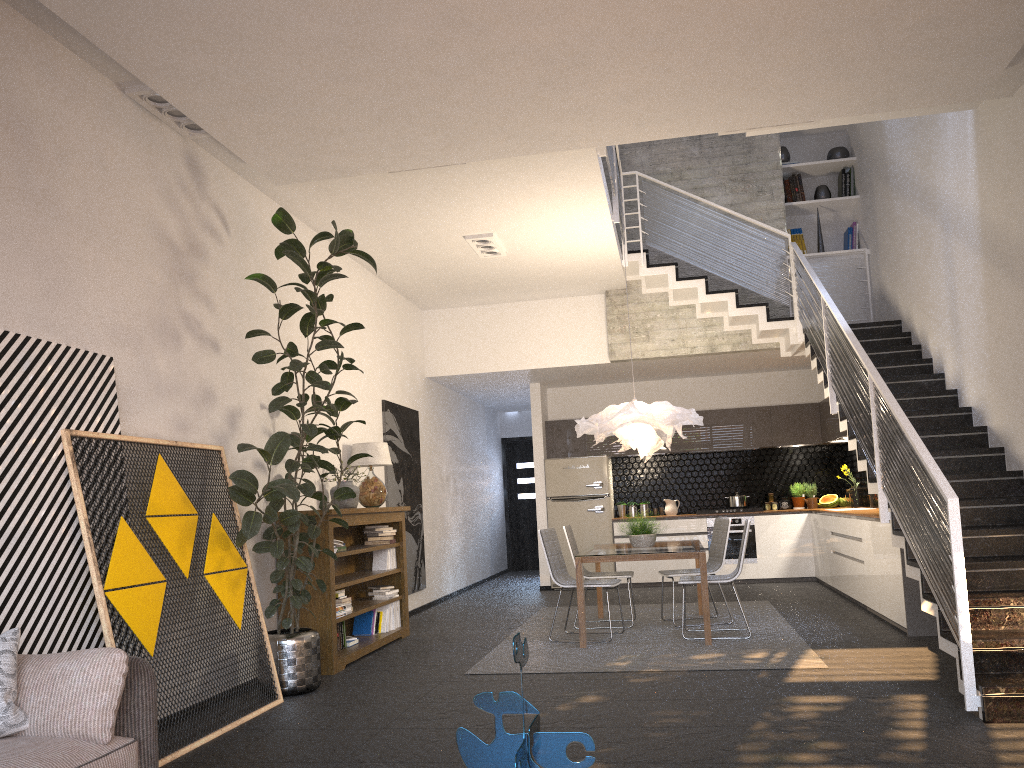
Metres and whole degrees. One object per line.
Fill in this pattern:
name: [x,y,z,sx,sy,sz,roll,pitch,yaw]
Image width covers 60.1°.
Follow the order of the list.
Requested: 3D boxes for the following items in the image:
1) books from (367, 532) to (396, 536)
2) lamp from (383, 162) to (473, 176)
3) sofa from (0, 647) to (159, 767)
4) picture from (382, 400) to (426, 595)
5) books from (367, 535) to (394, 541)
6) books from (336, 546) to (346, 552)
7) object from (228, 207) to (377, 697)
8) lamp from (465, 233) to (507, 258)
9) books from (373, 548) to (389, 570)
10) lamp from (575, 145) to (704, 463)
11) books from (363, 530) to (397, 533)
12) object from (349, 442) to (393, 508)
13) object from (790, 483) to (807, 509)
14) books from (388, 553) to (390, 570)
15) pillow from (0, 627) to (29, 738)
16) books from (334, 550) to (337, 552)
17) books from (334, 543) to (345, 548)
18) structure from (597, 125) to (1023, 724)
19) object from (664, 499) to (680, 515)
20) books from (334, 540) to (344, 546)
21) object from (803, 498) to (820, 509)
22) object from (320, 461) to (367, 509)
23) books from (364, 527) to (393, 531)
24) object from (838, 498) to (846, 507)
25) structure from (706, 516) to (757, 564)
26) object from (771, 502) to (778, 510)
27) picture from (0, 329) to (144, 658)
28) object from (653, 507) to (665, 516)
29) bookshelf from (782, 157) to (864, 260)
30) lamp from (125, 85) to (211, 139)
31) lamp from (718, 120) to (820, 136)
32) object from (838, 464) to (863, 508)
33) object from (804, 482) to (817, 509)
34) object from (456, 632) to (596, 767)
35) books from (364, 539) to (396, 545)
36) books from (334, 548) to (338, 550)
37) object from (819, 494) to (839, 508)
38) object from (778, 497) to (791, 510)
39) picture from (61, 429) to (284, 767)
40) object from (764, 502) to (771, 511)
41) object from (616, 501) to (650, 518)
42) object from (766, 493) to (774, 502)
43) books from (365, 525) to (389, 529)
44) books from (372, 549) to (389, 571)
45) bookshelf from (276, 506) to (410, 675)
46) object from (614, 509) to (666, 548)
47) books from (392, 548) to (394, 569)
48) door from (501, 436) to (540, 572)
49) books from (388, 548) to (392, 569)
books: [-1.184,1.358,8.009,0.179,0.029,0.226,3,-10,-38]
lamp: [-0.614,-1.554,6.126,0.645,0.066,0.254,-4,-8,10]
sofa: [-1.873,1.052,2.024,0.994,0.915,2.332,-4,-7,10]
picture: [-1.154,1.242,9.556,0.033,2.018,1.238,-4,-6,10]
books: [0.612,-1.807,9.804,5.397,6.676,0.362,2,-7,-39]
books: [-1.417,1.283,6.857,0.180,0.034,0.244,-5,-8,13]
object: [-1.360,0.410,5.876,0.907,3.184,2.022,-2,-6,-12]
lamp: [-0.235,-1.291,8.198,0.253,0.066,0.648,-4,-8,10]
books: [-1.173,1.568,7.913,0.136,0.188,0.018,-4,-5,10]
lamp: [0.970,-1.893,7.939,1.119,5.188,1.065,-5,-5,21]
books: [-1.194,1.334,8.010,0.244,0.019,0.175,-8,-9,35]
object: [-1.270,0.828,7.990,0.389,0.579,0.391,-1,-6,-21]
object: [3.747,1.453,11.541,0.245,0.352,0.235,-4,-6,14]
books: [-1.153,1.584,7.929,0.120,0.158,0.016,-4,-5,10]
pillow: [-1.764,0.854,1.980,0.619,0.341,1.902,-4,-8,10]
books: [-1.468,1.258,6.656,0.252,0.011,0.320,0,-8,-20]
books: [-1.415,1.253,6.851,0.166,0.023,0.228,-5,-8,14]
structure: [1.603,-1.910,8.845,4.237,8.268,8.500,-4,-6,10]
object: [2.136,1.649,11.845,0.190,0.214,0.172,-6,-6,23]
books: [-1.482,1.198,6.706,0.273,0.108,0.323,4,-10,-45]
object: [3.861,1.533,11.381,0.210,0.140,0.124,-10,-9,44]
object: [-1.400,0.837,7.379,0.385,0.410,0.277,-2,-6,-12]
books: [-1.209,1.311,7.996,0.175,0.023,0.244,2,-9,-35]
object: [4.251,1.503,11.270,0.224,0.126,0.149,3,-9,-40]
structure: [2.823,2.010,11.439,0.588,0.586,0.587,-4,-6,10]
object: [3.453,1.603,11.633,0.083,0.113,0.083,-5,-6,20]
picture: [-2.046,0.792,4.101,0.208,2.009,0.962,-4,-5,10]
object: [1.972,1.716,11.905,0.160,0.110,0.078,-5,-6,15]
bookshelf: [3.476,-1.953,10.254,0.973,1.101,0.445,-4,-5,10]
lamp: [-1.963,-1.611,5.203,0.253,0.066,0.648,-4,-8,10]
lamp: [1.667,-1.726,5.721,0.645,0.066,0.254,-4,-8,10]
object: [4.161,1.245,10.825,0.258,0.540,0.428,-6,-7,34]
object: [3.882,1.428,11.499,0.184,0.377,0.170,2,-7,-43]
object: [1.502,-0.638,6.271,0.366,4.451,8.941,-5,-7,21]
books: [-1.179,1.417,7.940,0.230,0.034,0.287,-3,-8,2]
books: [-1.474,1.250,6.674,0.252,0.011,0.320,0,-8,-23]
object: [4.032,1.490,11.265,0.236,0.173,0.218,-8,-8,39]
object: [3.571,1.563,11.608,0.141,0.173,0.142,-4,-6,10]
picture: [-1.767,1.086,4.806,0.386,1.597,1.504,-4,-6,10]
object: [3.368,1.610,11.652,0.083,0.113,0.083,-4,-6,10]
object: [1.632,1.683,11.931,0.482,0.220,0.173,-4,-6,7]
object: [3.393,1.495,11.643,0.083,0.113,0.083,-2,-6,-10]
books: [-1.218,1.289,7.998,0.205,0.022,0.156,-2,-8,-5]
books: [-1.167,1.562,7.854,0.135,0.181,0.078,-4,-5,10]
bookshelf: [-1.304,1.609,7.248,0.451,1.166,1.928,-4,-7,10]
object: [1.114,1.247,7.690,0.531,0.365,0.671,-4,-7,5]
books: [-1.138,1.579,8.011,0.135,0.188,0.015,-4,-5,10]
door: [0.423,2.043,15.181,1.108,2.304,0.161,-4,-5,10]
books: [-1.143,1.571,7.945,0.136,0.188,0.018,-4,-5,10]
